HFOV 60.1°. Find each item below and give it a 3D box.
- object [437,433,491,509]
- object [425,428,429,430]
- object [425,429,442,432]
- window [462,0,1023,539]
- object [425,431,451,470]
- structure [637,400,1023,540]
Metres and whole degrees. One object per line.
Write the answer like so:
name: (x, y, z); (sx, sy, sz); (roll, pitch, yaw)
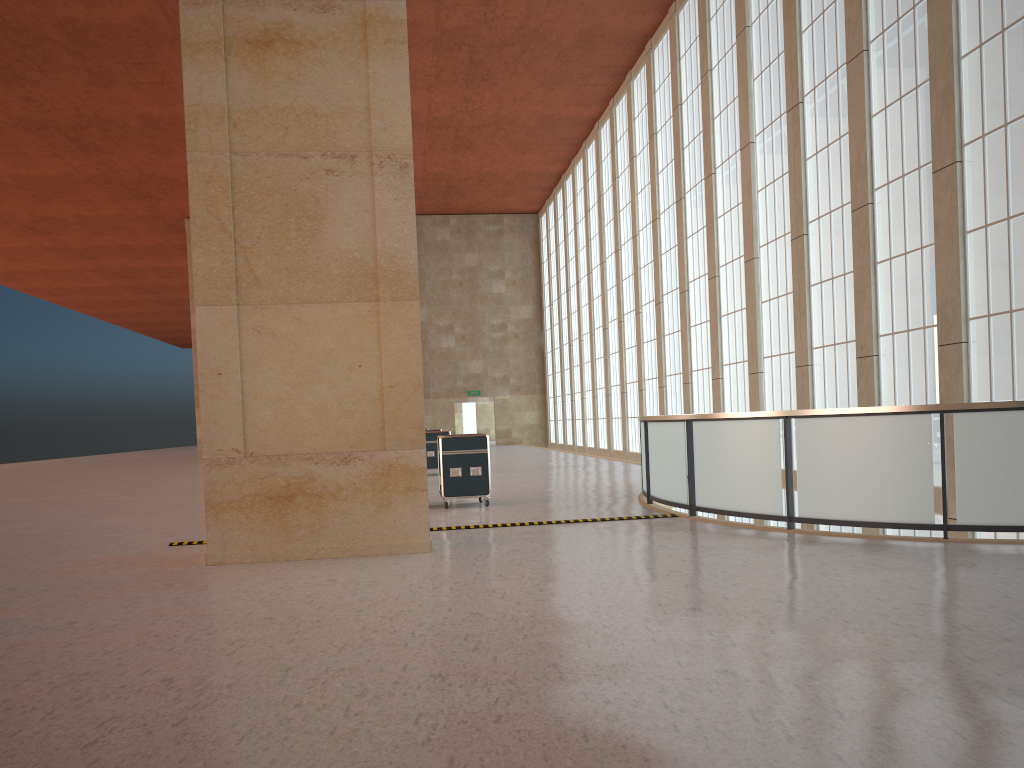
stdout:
object: (-1.042, 1.862, 19.141); (1.055, 1.544, 1.272); (-2, 0, -7)
object: (-5.956, 3.694, 57.845); (1.055, 1.544, 1.272); (-2, 0, -7)
object: (-4.081, 3.071, 44.882); (1.055, 1.544, 1.272); (-2, 0, -7)
window: (0.915, 2.051, 81.748); (0.010, 28.662, 164.967); (-3, -2, -7)
object: (-2.697, 2.449, 31.451); (1.055, 1.544, 1.272); (-2, 0, -7)
structure: (5.330, 1.372, 16.355); (5.240, 1.796, 13.090); (-2, -2, -18)
